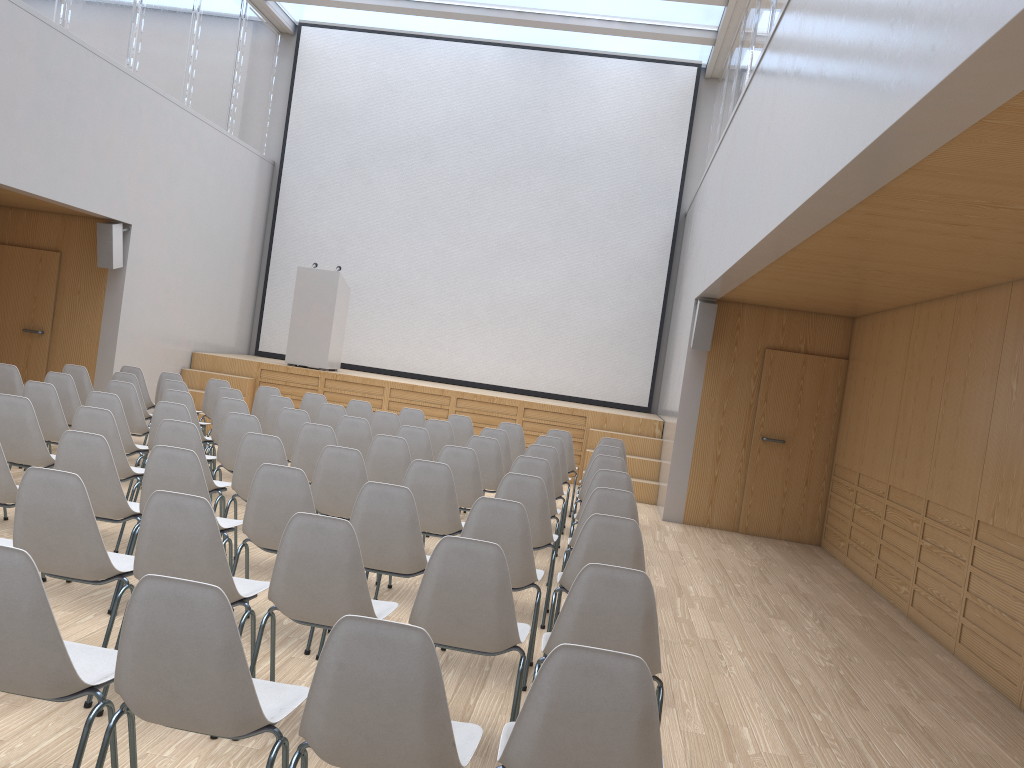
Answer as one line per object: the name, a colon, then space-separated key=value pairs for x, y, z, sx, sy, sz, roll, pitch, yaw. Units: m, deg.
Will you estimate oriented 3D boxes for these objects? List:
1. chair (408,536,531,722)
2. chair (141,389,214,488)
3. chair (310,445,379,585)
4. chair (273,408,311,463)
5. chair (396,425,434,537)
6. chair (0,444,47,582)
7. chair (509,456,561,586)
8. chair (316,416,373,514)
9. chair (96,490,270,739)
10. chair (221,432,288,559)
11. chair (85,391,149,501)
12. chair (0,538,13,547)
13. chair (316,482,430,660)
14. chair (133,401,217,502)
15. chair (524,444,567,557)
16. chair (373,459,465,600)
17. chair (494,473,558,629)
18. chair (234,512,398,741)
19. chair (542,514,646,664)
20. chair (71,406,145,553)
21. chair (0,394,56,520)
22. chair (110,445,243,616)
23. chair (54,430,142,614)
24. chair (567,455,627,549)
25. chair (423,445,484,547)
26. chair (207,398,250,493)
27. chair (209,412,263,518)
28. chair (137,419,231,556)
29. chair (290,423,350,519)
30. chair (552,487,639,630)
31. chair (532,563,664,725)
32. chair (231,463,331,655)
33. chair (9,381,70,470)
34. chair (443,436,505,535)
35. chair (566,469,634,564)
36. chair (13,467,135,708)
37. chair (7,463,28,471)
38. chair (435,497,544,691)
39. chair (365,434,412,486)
chair: x=-0.174 y=0.974 z=3.376 sx=0.479 sy=0.876 sz=0.505 roll=8 pitch=2 yaw=6
chair: x=-2.812 y=0.485 z=7.645 sx=0.479 sy=0.876 sz=0.505 roll=8 pitch=2 yaw=6
chair: x=-1.022 y=0.798 z=5.440 sx=0.479 sy=0.876 sz=0.505 roll=8 pitch=2 yaw=6
chair: x=-1.801 y=0.633 z=7.473 sx=0.479 sy=0.876 sz=0.505 roll=8 pitch=2 yaw=6
chair: x=-0.823 y=0.774 z=7.409 sx=0.479 sy=0.876 sz=0.505 roll=8 pitch=2 yaw=6
chair: x=-2.674 y=0.587 z=4.592 sx=0.479 sy=0.876 sz=0.505 roll=8 pitch=2 yaw=6
chair: x=0.113 y=0.934 z=6.372 sx=0.479 sy=0.876 sz=0.505 roll=8 pitch=2 yaw=6
chair: x=-1.319 y=0.700 z=7.522 sx=0.479 sy=0.876 sz=0.505 roll=8 pitch=2 yaw=6
chair: x=-1.225 y=0.823 z=3.451 sx=0.479 sy=0.876 sz=0.505 roll=8 pitch=2 yaw=6
chair: x=-1.507 y=0.728 z=5.512 sx=0.479 sy=0.876 sz=0.505 roll=8 pitch=2 yaw=6
chair: x=-2.963 y=0.491 z=6.634 sx=0.479 sy=0.876 sz=0.505 roll=8 pitch=2 yaw=6
chair: x=-2.236 y=0.677 z=3.539 sx=0.479 sy=0.876 sz=0.505 roll=8 pitch=2 yaw=6
chair: x=-0.601 y=0.888 z=4.327 sx=0.479 sy=0.876 sz=0.505 roll=8 pitch=2 yaw=6
chair: x=-2.463 y=0.563 z=6.601 sx=0.479 sy=0.876 sz=0.505 roll=8 pitch=2 yaw=6
chair: x=0.216 y=0.922 z=7.366 sx=0.479 sy=0.876 sz=0.505 roll=8 pitch=2 yaw=6
chair: x=-0.498 y=0.875 z=5.363 sx=0.479 sy=0.876 sz=0.505 roll=8 pitch=2 yaw=6
chair: x=0.040 y=0.951 z=5.364 sx=0.479 sy=0.876 sz=0.505 roll=8 pitch=2 yaw=6
chair: x=-0.707 y=0.898 z=3.415 sx=0.479 sy=0.876 sz=0.505 roll=8 pitch=2 yaw=6
chair: x=0.436 y=1.035 z=4.325 sx=0.479 sy=0.876 sz=0.505 roll=8 pitch=2 yaw=6
chair: x=-2.570 y=0.573 z=5.655 sx=0.479 sy=0.876 sz=0.505 roll=8 pitch=2 yaw=6
chair: x=-3.081 y=0.500 z=5.682 sx=0.479 sy=0.876 sz=0.505 roll=8 pitch=2 yaw=6
chair: x=-1.652 y=0.734 z=4.522 sx=0.479 sy=0.876 sz=0.505 roll=8 pitch=2 yaw=6
chair: x=-2.119 y=0.665 z=4.591 sx=0.479 sy=0.876 sz=0.505 roll=8 pitch=2 yaw=6
chair: x=0.747 y=1.000 z=7.281 sx=0.479 sy=0.876 sz=0.505 roll=8 pitch=2 yaw=6
chair: x=-0.394 y=0.862 z=6.378 sx=0.479 sy=0.876 sz=0.505 roll=8 pitch=2 yaw=6
chair: x=-2.344 y=0.552 z=7.614 sx=0.479 sy=0.876 sz=0.505 roll=8 pitch=2 yaw=6
chair: x=-1.935 y=0.640 z=6.523 sx=0.479 sy=0.876 sz=0.505 roll=8 pitch=2 yaw=6
chair: x=-2.033 y=0.651 z=5.587 sx=0.479 sy=0.876 sz=0.505 roll=8 pitch=2 yaw=6
chair: x=-1.406 y=0.714 z=6.535 sx=0.479 sy=0.876 sz=0.505 roll=8 pitch=2 yaw=6
chair: x=0.549 y=1.025 z=5.291 sx=0.479 sy=0.876 sz=0.505 roll=8 pitch=2 yaw=6
chair: x=0.323 y=1.048 z=3.263 sx=0.479 sy=0.876 sz=0.505 roll=8 pitch=2 yaw=6
chair: x=-1.110 y=0.813 z=4.423 sx=0.479 sy=0.876 sz=0.505 roll=8 pitch=2 yaw=6
chair: x=-3.475 y=0.416 z=6.730 sx=0.479 sy=0.876 sz=0.505 roll=8 pitch=2 yaw=6
chair: x=-0.253 y=0.855 z=7.389 sx=0.479 sy=0.876 sz=0.505 roll=8 pitch=2 yaw=6
chair: x=0.655 y=1.015 z=6.244 sx=0.479 sy=0.876 sz=0.505 roll=8 pitch=2 yaw=6
chair: x=-1.735 y=0.748 z=3.554 sx=0.479 sy=0.876 sz=0.505 roll=8 pitch=2 yaw=6
chair: x=-3.965 y=0.344 z=6.801 sx=0.479 sy=0.876 sz=0.505 roll=8 pitch=2 yaw=6
chair: x=-0.084 y=0.961 z=4.353 sx=0.479 sy=0.876 sz=0.505 roll=8 pitch=2 yaw=6
chair: x=-0.878 y=0.792 z=6.450 sx=0.479 sy=0.876 sz=0.505 roll=8 pitch=2 yaw=6
